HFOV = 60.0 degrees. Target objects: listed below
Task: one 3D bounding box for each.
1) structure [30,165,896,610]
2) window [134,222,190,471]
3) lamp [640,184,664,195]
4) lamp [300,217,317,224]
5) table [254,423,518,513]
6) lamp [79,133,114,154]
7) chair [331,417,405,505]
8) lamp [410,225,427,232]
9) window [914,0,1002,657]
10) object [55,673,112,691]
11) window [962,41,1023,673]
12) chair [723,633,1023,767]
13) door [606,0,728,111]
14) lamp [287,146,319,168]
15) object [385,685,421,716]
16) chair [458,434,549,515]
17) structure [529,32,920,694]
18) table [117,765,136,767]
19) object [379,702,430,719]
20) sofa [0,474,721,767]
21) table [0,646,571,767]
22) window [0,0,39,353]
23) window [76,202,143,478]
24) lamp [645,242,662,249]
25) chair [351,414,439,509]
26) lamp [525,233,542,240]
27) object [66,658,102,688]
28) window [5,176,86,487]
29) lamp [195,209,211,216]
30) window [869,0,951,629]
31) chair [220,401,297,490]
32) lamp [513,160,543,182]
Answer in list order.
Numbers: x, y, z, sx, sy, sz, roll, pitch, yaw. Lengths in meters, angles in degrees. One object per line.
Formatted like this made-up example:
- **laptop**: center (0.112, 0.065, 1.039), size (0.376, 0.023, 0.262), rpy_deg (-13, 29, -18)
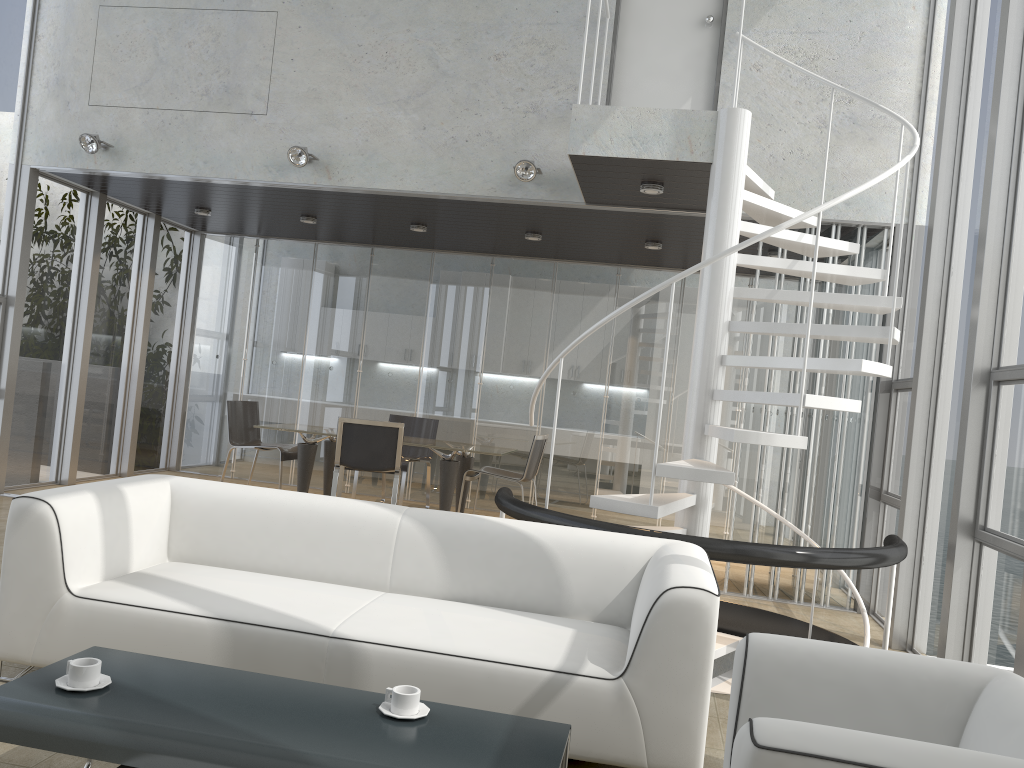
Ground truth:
- **structure**: center (-2.401, -2.263, 4.509), size (9.817, 6.605, 10.665), rpy_deg (6, -1, 8)
- **window**: center (-3.803, -0.389, 9.538), size (0.010, 2.645, 0.741), rpy_deg (6, -1, 9)
- **lamp**: center (0.911, -1.270, 5.777), size (0.149, 0.038, 0.149), rpy_deg (6, -1, 24)
- **lamp**: center (-1.910, -1.538, 8.323), size (0.149, 0.038, 0.149), rpy_deg (6, -1, 24)
- **table**: center (-1.158, 0.855, 8.136), size (2.250, 0.733, 0.900), rpy_deg (6, -1, 9)
- **lamp**: center (-3.291, -1.881, 6.979), size (0.197, 0.154, 0.228), rpy_deg (6, -1, 9)
- **chair**: center (-1.227, 0.754, 7.564), size (0.546, 0.922, 0.660), rpy_deg (6, -1, -6)
- **lamp**: center (-0.859, -1.430, 8.147), size (0.149, 0.038, 0.149), rpy_deg (6, -1, 24)
- **window**: center (2.571, -1.280, 4.810), size (0.010, 5.653, 0.742), rpy_deg (6, -1, 9)
- **object**: center (-1.111, 0.776, 2.300), size (0.136, 0.014, 0.130), rpy_deg (6, -1, 24)
- **window**: center (2.408, -1.307, 3.911), size (0.050, 5.700, 0.800), rpy_deg (6, -1, 9)
- **chair**: center (0.820, 0.974, 1.903), size (0.720, 0.635, 0.829), rpy_deg (6, -1, 14)
- **door**: center (1.148, -2.618, 6.468), size (0.800, 2.100, 0.100), rpy_deg (6, -1, 9)
- **lamp**: center (-1.590, -1.706, 6.708), size (0.197, 0.154, 0.254), rpy_deg (6, -1, 9)
- **object**: center (-0.286, 0.836, 2.349), size (0.075, 0.057, 0.090), rpy_deg (6, -1, -32)
- **chair**: center (-0.070, 0.879, 7.944), size (0.660, 0.922, 0.546), rpy_deg (6, -1, 14)
- **structure**: center (-0.830, 0.799, 6.894), size (6.700, 6.900, 4.916), rpy_deg (6, -1, 9)
- **table**: center (-0.509, 1.096, 2.063), size (0.901, 0.276, 0.929), rpy_deg (6, -1, 9)
- **object**: center (-0.284, 0.863, 2.342), size (0.136, 0.014, 0.130), rpy_deg (6, -1, 24)
- **sofa**: center (-0.551, 0.846, 3.529), size (2.601, 0.638, 0.971), rpy_deg (6, -1, 9)
- **table**: center (-0.594, 1.033, 2.282), size (1.420, 0.390, 0.532), rpy_deg (6, -1, 9)
- **window**: center (-4.076, -1.953, 6.847), size (0.050, 5.700, 0.800), rpy_deg (6, -1, 9)
- **window**: center (-3.951, -0.413, 8.637), size (0.010, 2.645, 0.741), rpy_deg (6, -1, 9)
- **lamp**: center (1.243, -1.214, 7.796), size (0.149, 0.038, 0.149), rpy_deg (6, -1, 24)
- **chair**: center (-1.124, 0.776, 8.598), size (0.546, 0.922, 0.660), rpy_deg (6, -1, 19)
- **lamp**: center (0.192, -1.322, 7.972), size (0.149, 0.038, 0.149), rpy_deg (6, -1, 24)
- **object**: center (-1.113, 0.749, 2.307), size (0.075, 0.057, 0.090), rpy_deg (6, -1, -32)
- **window**: center (-4.099, -0.438, 7.735), size (0.010, 2.645, 0.741), rpy_deg (6, -1, 9)
- **lamp**: center (-2.961, -1.646, 8.499), size (0.149, 0.038, 0.149), rpy_deg (6, -1, 24)
- **window**: center (2.704, -1.257, 5.714), size (0.050, 5.700, 0.800), rpy_deg (6, -1, 9)
- **chair**: center (-2.310, 0.649, 8.324), size (0.660, 0.922, 0.546), rpy_deg (6, -1, 14)
- **lamp**: center (0.109, -1.531, 6.424), size (0.197, 0.154, 0.254), rpy_deg (6, -1, 9)
